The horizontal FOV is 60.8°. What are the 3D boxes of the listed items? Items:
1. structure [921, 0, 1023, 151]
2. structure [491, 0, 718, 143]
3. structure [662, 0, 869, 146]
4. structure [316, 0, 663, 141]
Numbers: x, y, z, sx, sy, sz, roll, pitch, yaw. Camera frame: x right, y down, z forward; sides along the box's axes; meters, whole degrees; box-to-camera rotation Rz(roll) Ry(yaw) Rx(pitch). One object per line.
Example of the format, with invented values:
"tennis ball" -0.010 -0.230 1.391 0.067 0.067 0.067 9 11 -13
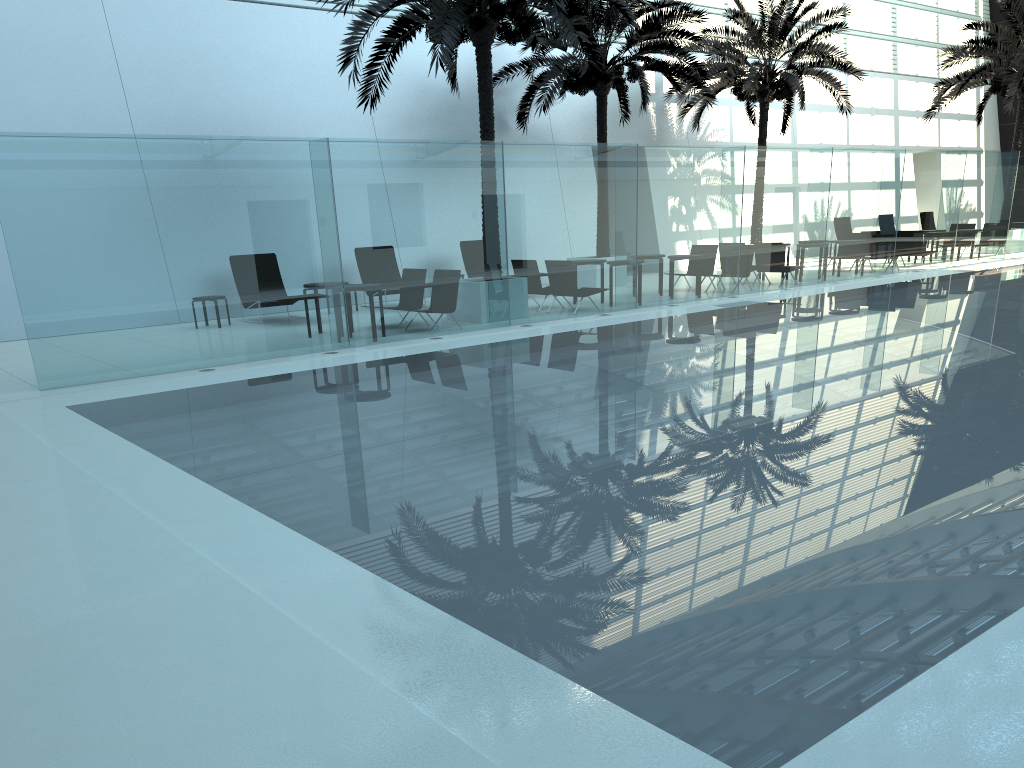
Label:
"structure" 14.434 -7.382 24.684 4.711 7.365 4.324 14 24 43
"structure" 1.929 -5.686 19.277 4.595 7.169 4.107 7 20 29
"structure" 6.508 -6.618 22.890 4.639 7.234 4.066 -4 17 -4
"structure" -0.585 -4.580 13.604 4.421 7.364 4.607 -8 18 -19
